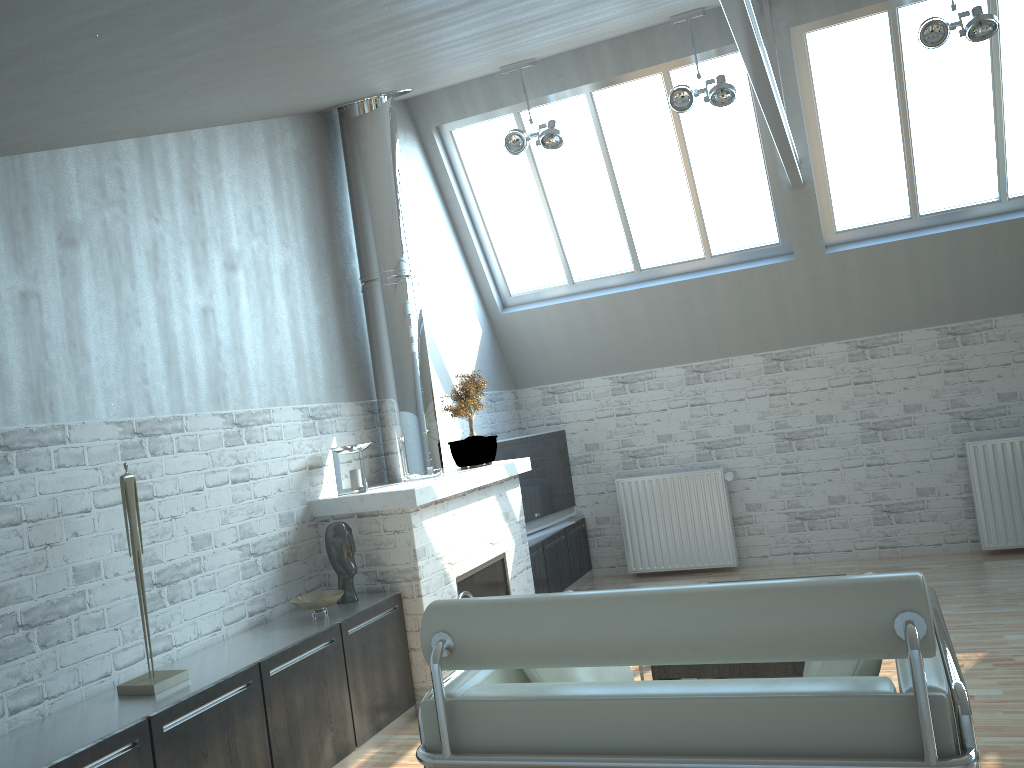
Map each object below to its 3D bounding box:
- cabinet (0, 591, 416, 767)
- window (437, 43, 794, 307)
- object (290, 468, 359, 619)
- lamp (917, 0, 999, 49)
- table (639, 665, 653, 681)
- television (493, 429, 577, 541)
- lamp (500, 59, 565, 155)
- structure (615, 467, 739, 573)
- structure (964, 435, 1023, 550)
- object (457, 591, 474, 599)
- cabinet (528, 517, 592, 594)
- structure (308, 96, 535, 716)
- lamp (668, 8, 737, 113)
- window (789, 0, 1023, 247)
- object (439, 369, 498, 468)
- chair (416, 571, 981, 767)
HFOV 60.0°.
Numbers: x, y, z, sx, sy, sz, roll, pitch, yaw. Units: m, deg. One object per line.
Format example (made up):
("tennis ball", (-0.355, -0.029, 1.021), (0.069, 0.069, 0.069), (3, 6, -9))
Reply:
("cabinet", (-2.288, 2.838, 7.003), (0.914, 1.270, 4.572), (-9, -2, 21))
("window", (1.530, -2.963, 13.194), (4.651, 2.787, 1.897), (-9, -2, 21))
("object", (0.407, 1.843, 7.996), (4.859, 2.558, 1.528), (-9, -2, 20))
("lamp", (4.820, -4.347, 9.734), (0.808, 1.172, 0.618), (-9, -2, 25))
("table", (2.080, 2.430, 7.689), (1.726, 0.867, 1.015), (-9, -2, 21))
("television", (0.204, 1.563, 13.636), (0.592, 1.514, 2.577), (-9, -2, 31))
("lamp", (0.186, -3.635, 11.573), (0.808, 1.172, 0.619), (-9, -2, 25))
("structure", (2.692, 2.171, 14.117), (1.892, 1.524, 0.508), (-9, -2, 21))
("structure", (7.418, 1.444, 12.242), (1.892, 1.524, 0.508), (-9, -2, 21))
("object", (-0.436, 2.725, 9.230), (0.412, 1.124, 0.584), (-9, -2, 21))
("cabinet", (0.288, 2.826, 13.534), (0.908, 1.016, 3.234), (-9, -2, 21))
("structure", (-1.148, -0.181, 10.636), (1.309, 7.180, 3.302), (-9, -2, 21))
("lamp", (2.220, -3.947, 10.766), (0.808, 1.172, 0.619), (-9, -2, 25))
("window", (6.204, -3.682, 11.339), (4.651, 2.787, 1.897), (-9, -2, 21))
("object", (-0.597, 0.440, 11.338), (0.572, 1.265, 1.115), (-9, -2, 25))
("chair", (1.079, 1.922, 4.826), (2.507, 2.001, 2.201), (-9, -2, 21))
